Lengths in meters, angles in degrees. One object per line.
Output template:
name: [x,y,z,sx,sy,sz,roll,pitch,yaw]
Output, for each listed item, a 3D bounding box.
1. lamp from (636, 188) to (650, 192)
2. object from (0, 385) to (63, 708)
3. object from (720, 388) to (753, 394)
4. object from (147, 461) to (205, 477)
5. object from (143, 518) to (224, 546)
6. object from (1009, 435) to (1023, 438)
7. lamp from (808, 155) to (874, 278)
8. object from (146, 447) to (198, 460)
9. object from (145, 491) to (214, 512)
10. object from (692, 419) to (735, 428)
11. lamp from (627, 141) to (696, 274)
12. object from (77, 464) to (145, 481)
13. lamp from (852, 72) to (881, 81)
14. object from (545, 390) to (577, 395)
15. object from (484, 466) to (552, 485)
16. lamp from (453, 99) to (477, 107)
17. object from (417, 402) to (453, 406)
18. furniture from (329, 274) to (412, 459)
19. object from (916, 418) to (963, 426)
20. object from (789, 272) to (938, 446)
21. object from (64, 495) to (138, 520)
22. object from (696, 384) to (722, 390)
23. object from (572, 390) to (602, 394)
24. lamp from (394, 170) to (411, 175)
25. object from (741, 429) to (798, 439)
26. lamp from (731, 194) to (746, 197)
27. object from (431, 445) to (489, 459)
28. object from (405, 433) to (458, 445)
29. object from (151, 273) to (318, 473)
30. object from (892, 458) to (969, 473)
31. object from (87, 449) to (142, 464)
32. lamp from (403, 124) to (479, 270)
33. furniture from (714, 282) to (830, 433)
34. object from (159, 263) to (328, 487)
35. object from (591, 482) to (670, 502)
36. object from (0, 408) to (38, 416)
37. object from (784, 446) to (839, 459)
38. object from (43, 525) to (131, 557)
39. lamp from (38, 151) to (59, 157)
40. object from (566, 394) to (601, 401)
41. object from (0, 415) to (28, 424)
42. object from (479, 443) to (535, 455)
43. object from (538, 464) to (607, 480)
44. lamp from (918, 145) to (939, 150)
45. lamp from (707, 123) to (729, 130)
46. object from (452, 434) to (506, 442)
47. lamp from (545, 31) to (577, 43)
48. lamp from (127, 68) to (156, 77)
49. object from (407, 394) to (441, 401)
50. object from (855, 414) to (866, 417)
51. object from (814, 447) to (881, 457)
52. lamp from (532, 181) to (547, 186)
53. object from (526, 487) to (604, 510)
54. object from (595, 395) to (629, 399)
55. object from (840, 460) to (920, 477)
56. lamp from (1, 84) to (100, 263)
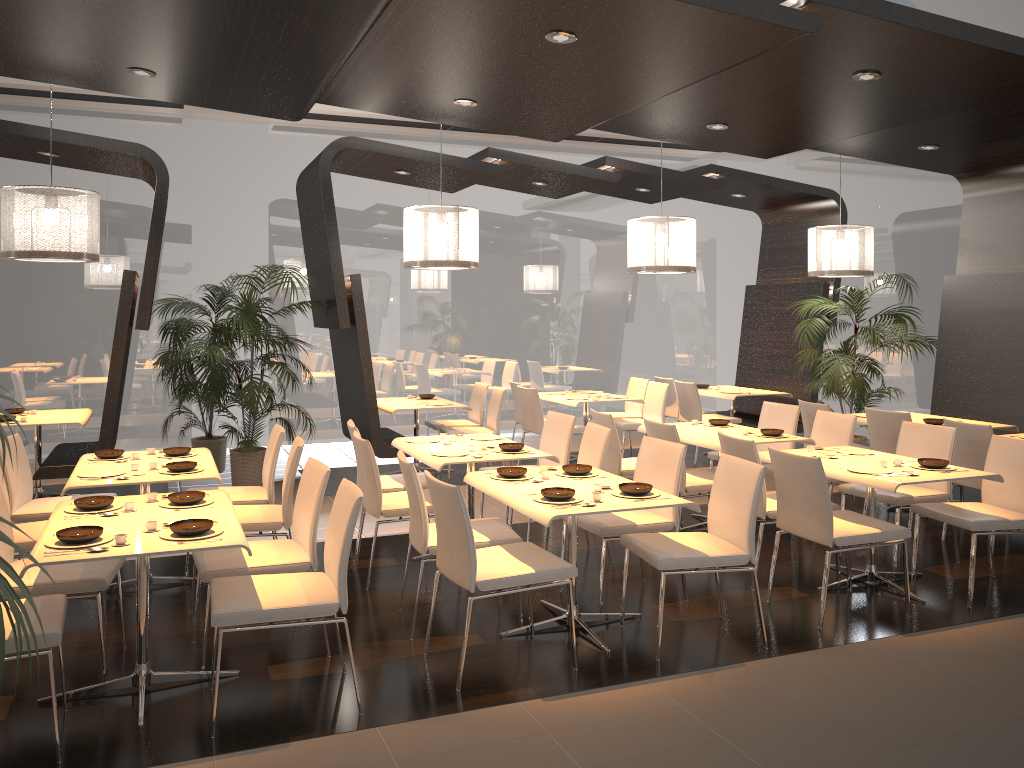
lamp: [1.456,-2.175,9.832,0.161,0.056,0.162,-2,5,-27]
object: [-1.924,0.417,2.007,1.562,2.059,1.506,-1,2,-36]
object: [2.528,0.082,9.924,0.335,0.038,0.377,-2,5,-28]
object: [-1.893,0.467,4.980,0.303,0.044,0.365,-2,5,-23]
object: [-1.322,0.579,3.557,0.303,0.044,0.365,-2,5,-23]
object: [3.769,0.367,6.254,0.303,0.044,0.365,-2,5,-23]
lamp: [3.332,-2.055,8.969,0.627,1.930,0.627,0,0,10]
object: [-2.125,0.425,5.525,0.303,0.044,0.365,-2,5,-23]
object: [-1.551,0.535,4.126,0.303,0.044,0.365,-2,5,-23]
object: [1.604,0.307,7.018,0.303,0.044,0.365,-2,5,-23]
lamp: [1.385,-1.994,8.189,0.627,1.930,0.627,0,0,6]
object: [-2.193,0.482,4.839,0.335,0.038,0.377,-2,5,-28]
lamp: [2.110,-1.843,5.260,0.161,0.050,0.162,-1,4,-16]
object: [0.546,0.094,9.766,0.335,0.038,0.377,-2,5,-28]
object: [0.037,0.484,4.773,0.303,0.044,0.365,-2,5,-23]
lamp: [-0.312,-1.895,5.916,0.160,0.050,0.161,-2,5,-27]
object: [-0.765,0.181,8.662,0.335,0.038,0.377,-3,5,-33]
furniture: [-1.362,-0.214,8.694,0.757,1.674,1.404,0,2,-22]
object: [3.409,0.305,7.044,0.303,0.044,0.365,-2,5,-23]
object: [3.585,-0.145,9.155,1.504,2.059,1.564,0,2,-9]
object: [-1.856,0.545,3.994,0.303,0.044,0.365,-2,5,-23]
object: [2.304,0.033,10.499,0.303,0.044,0.365,-2,5,-23]
object: [0.841,0.078,9.970,0.335,0.038,0.377,-3,5,-33]
lamp: [-1.092,-2.122,8.811,0.160,0.054,0.161,-1,4,-16]
object: [1.846,0.354,6.415,0.303,0.044,0.365,-2,5,-23]
lamp: [2.640,-2.212,10.307,0.161,0.056,0.162,-2,5,-27]
object: [-0.325,0.426,5.547,0.335,0.038,0.377,-2,5,-28]
object: [-0.553,0.381,6.117,0.335,0.038,0.377,-2,5,-28]
object: [-3.026,-0.139,9.078,1.561,2.059,1.506,1,2,30]
object: [2.379,0.459,5.085,0.303,0.044,0.365,-2,5,-23]
object: [-2.426,0.434,5.399,0.303,0.044,0.365,-2,5,-23]
lamp: [-0.592,-1.931,7.397,0.627,1.930,0.627,0,0,6]
furniture: [2.957,-0.350,10.425,0.757,1.674,1.404,0,2,-22]
object: [-2.418,-0.067,8.154,1.561,2.059,1.506,-1,2,-28]
object: [0.567,0.518,4.341,0.303,0.044,0.365,-2,5,-23]
object: [-4.361,0.244,7.816,0.303,0.044,0.365,-2,5,-28]
object: [1.844,0.428,5.516,0.335,0.038,0.377,-2,5,-28]
object: [-1.637,0.591,3.413,0.303,0.044,0.365,-2,5,-23]
lamp: [-4.008,-2.002,7.643,0.161,0.056,0.162,-2,5,-27]
object: [0.745,0.139,9.190,0.335,0.038,0.377,-2,5,-28]
object: [-4.130,0.288,7.254,0.303,0.044,0.365,-2,5,-23]
object: [-0.040,0.410,5.708,0.303,0.044,0.365,-2,5,-23]
object: [0.321,0.475,4.881,0.303,0.044,0.365,-2,5,-23]
lamp: [3.508,-2.007,7.446,0.161,0.050,0.162,-1,4,-16]
lamp: [1.549,-1.954,6.661,0.161,0.050,0.162,-1,4,-16]
object: [-0.255,0.367,6.292,0.335,0.038,0.377,-3,5,-33]
lamp: [0.249,-1.785,4.514,0.161,0.050,0.162,-1,4,-16]
lamp: [-2.168,-1.837,5.173,0.160,0.050,0.161,-2,5,-27]
object: [-0.921,0.134,9.217,0.303,0.044,0.365,-2,5,-23]
object: [3.157,0.265,7.591,0.335,0.038,0.377,-2,5,-28]
object: [2.128,0.418,5.649,0.335,0.038,0.377,-3,5,-33]
lamp: [0.291,-2.138,9.365,0.161,0.056,0.162,-2,5,-27]
object: [0.257,0.529,4.193,0.303,0.044,0.365,-2,5,-23]
object: [1.056,0.123,9.393,0.335,0.038,0.377,-3,5,-33]
object: [2.073,0.473,4.946,0.335,0.038,0.377,-2,5,-28]
lamp: [-3.291,-1.846,6.315,0.627,1.930,0.627,0,1,40]
